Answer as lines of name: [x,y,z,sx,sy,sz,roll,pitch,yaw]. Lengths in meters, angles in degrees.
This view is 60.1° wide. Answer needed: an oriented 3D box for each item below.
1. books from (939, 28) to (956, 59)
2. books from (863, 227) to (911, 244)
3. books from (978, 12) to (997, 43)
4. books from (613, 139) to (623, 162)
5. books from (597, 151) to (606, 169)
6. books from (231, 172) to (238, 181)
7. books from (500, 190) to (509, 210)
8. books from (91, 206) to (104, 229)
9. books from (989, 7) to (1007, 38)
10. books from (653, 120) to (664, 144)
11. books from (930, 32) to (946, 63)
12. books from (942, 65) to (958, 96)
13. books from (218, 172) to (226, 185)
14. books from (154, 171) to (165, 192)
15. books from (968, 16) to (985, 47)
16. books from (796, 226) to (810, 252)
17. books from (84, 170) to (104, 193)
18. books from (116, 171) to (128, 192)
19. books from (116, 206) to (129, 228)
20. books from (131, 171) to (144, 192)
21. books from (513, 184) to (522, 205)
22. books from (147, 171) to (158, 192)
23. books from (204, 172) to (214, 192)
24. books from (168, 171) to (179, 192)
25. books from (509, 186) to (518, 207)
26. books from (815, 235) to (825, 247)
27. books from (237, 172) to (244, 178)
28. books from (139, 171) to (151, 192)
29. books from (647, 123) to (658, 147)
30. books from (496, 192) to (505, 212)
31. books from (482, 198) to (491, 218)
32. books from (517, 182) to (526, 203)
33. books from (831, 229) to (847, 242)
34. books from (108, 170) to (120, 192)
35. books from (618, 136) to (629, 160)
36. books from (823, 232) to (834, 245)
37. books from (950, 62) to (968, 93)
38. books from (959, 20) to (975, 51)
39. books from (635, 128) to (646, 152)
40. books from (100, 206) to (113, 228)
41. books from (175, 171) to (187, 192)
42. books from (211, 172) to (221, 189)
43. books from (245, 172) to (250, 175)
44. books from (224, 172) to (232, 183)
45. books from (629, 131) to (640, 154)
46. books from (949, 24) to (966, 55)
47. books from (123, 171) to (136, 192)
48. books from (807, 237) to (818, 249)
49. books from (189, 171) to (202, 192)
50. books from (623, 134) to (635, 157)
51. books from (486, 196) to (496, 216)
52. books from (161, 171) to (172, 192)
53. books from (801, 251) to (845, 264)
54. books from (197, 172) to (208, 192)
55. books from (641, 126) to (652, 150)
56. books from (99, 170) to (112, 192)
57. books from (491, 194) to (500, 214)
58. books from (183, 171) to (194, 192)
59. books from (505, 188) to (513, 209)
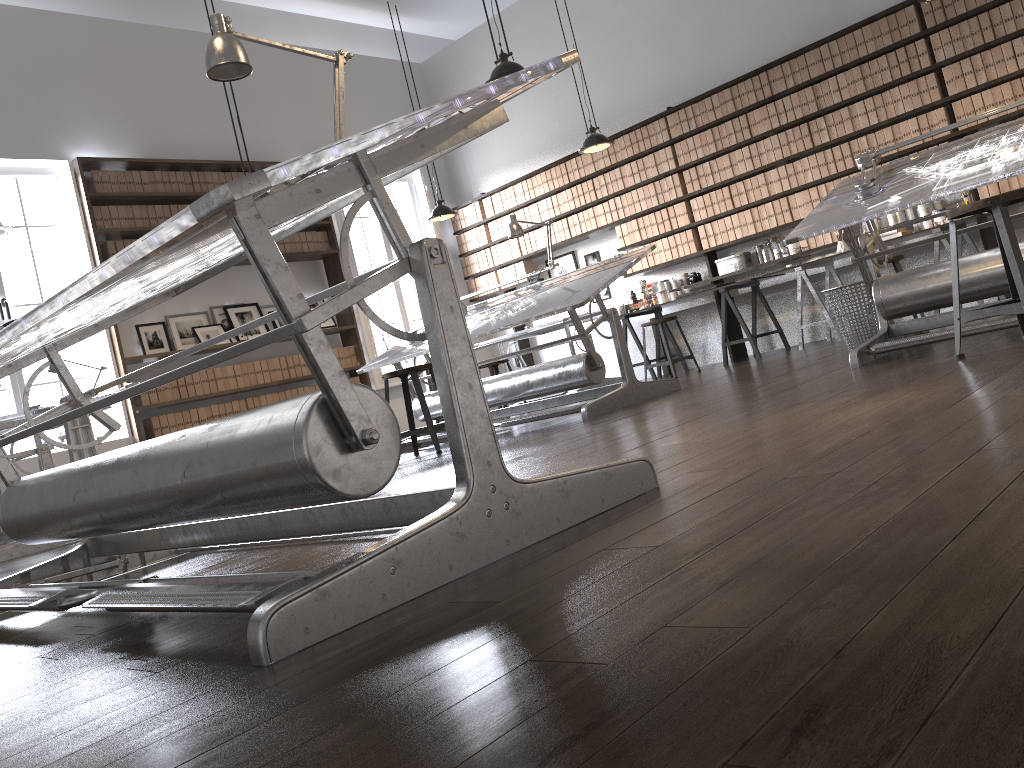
books: [3.345,-2.582,6.751,0.066,0.226,0.175,-16,-3,43]
books: [2.918,-1.172,6.946,0.292,0.148,0.387,-14,0,43]
books: [3.541,-2.629,6.566,0.066,0.226,0.175,-16,-3,43]
books: [1.104,-2.328,8.844,0.066,0.226,0.175,-16,-3,43]
books: [0.951,-2.291,8.984,0.066,0.226,0.175,-16,-3,43]
books: [-2.730,-1.934,8.654,0.173,0.226,0.067,-15,-3,43]
books: [-0.027,-2.055,9.919,0.066,0.226,0.175,-16,-3,43]
books: [-3.587,-1.395,7.610,0.173,0.226,0.067,-15,-3,43]
books: [3.598,-2.643,6.519,0.066,0.226,0.175,-16,-3,43]
books: [1.451,-2.411,8.509,0.066,0.226,0.175,-16,-3,43]
books: [3.296,-2.570,6.802,0.066,0.226,0.175,-16,-3,43]
books: [3.376,-2.312,6.775,0.066,0.226,0.175,-16,-3,43]
books: [-2.828,-1.910,8.549,0.173,0.226,0.067,-15,-3,43]
books: [-3.247,-1.807,8.075,0.173,0.226,0.067,-15,-3,43]
books: [3.492,-2.617,6.620,0.066,0.226,0.175,-16,-3,43]
books: [2.560,-1.270,7.690,0.066,0.226,0.175,-16,-3,43]
books: [-3.617,-1.716,7.665,0.173,0.226,0.067,-15,-3,43]
books: [-3.480,-1.750,7.828,0.173,0.226,0.067,-15,-3,43]
books: [-3.443,-1.430,7.764,0.173,0.226,0.067,-15,-3,43]
books: [-3.382,-1.774,7.927,0.173,0.226,0.067,-15,-3,43]
books: [0.117,-2.090,9.780,0.066,0.226,0.175,-16,-3,43]
books: [-3.295,-1.795,8.029,0.173,0.226,0.067,-15,-3,43]
books: [-2.918,-1.888,8.440,0.173,0.226,0.067,-15,-3,43]
books: [-3.159,-1.829,8.181,0.173,0.226,0.067,-15,-3,43]
books: [0.067,-2.078,9.822,0.066,0.226,0.175,-16,-3,43]
books: [2.662,-1.295,7.601,0.066,0.226,0.175,-16,-3,43]
books: [-2.685,-1.945,8.698,0.173,0.226,0.067,-15,-3,43]
books: [-3.336,-1.785,7.982,0.173,0.226,0.067,-15,-3,43]
books: [1.404,-2.400,8.559,0.066,0.226,0.175,-16,-3,43]
books: [-0.080,-2.042,9.964,0.066,0.226,0.175,-16,-3,43]
books: [-0.233,-2.005,10.116,0.066,0.226,0.175,-16,-3,43]
books: [0.161,-2.100,9.736,0.066,0.226,0.175,-16,-3,43]
books: [2.763,-1.319,7.506,0.066,0.226,0.175,-16,-3,43]
books: [-3.523,-1.739,7.774,0.173,0.226,0.067,-15,-3,43]
books: [1.151,-2.339,8.794,0.066,0.226,0.175,-16,-3,43]
books: [2.709,-1.306,7.550,0.066,0.226,0.175,-16,-3,43]
books: [3.418,-2.322,6.729,0.066,0.226,0.175,-16,-3,43]
books: [3.444,-2.606,6.662,0.066,0.226,0.175,-16,-3,43]
books: [1.299,-2.375,8.654,0.066,0.226,0.175,-16,-3,43]
books: [-3.539,-1.407,7.660,0.173,0.226,0.067,-15,-3,43]
books: [-3.109,-1.841,8.231,0.173,0.226,0.067,-15,-3,43]
books: [-2.872,-1.899,8.495,0.173,0.226,0.067,-15,-3,43]
books: [-2.637,-1.957,8.751,0.173,0.226,0.067,-15,-3,43]
books: [-2.781,-1.922,8.600,0.173,0.226,0.067,-15,-3,43]
books: [1.252,-2.363,8.694,0.066,0.226,0.175,-16,-3,43]
books: [3.396,-2.594,6.702,0.066,0.226,0.175,-16,-3,43]
books: [-3.432,-1.762,7.878,0.173,0.226,0.067,-15,-3,43]
books: [2.611,-1.283,7.649,0.066,0.226,0.175,-16,-3,43]
books: [-3.012,-1.865,8.338,0.173,0.226,0.067,-15,-3,43]
books: [1.200,-2.351,8.743,0.066,0.226,0.175,-16,-3,43]
books: [-0.184,-2.017,10.062,0.066,0.226,0.175,-16,-3,43]
books: [-3.207,-1.817,8.129,0.173,0.226,0.067,-15,-3,43]
books: [2.532,-1.021,7.081,0.352,0.029,0.257,-14,0,43]
books: [-2.966,-1.876,8.396,0.173,0.226,0.067,-15,-3,43]
books: [1.353,-2.387,8.605,0.066,0.226,0.175,-16,-3,43]
books: [-3.569,-1.728,7.718,0.173,0.226,0.067,-15,-3,43]
books: [-0.128,-2.031,10.015,0.066,0.226,0.175,-16,-3,43]
books: [-3.065,-1.852,8.286,0.173,0.226,0.067,-15,-3,43]
books: [0.023,-2.067,9.871,0.066,0.226,0.175,-16,-3,43]
